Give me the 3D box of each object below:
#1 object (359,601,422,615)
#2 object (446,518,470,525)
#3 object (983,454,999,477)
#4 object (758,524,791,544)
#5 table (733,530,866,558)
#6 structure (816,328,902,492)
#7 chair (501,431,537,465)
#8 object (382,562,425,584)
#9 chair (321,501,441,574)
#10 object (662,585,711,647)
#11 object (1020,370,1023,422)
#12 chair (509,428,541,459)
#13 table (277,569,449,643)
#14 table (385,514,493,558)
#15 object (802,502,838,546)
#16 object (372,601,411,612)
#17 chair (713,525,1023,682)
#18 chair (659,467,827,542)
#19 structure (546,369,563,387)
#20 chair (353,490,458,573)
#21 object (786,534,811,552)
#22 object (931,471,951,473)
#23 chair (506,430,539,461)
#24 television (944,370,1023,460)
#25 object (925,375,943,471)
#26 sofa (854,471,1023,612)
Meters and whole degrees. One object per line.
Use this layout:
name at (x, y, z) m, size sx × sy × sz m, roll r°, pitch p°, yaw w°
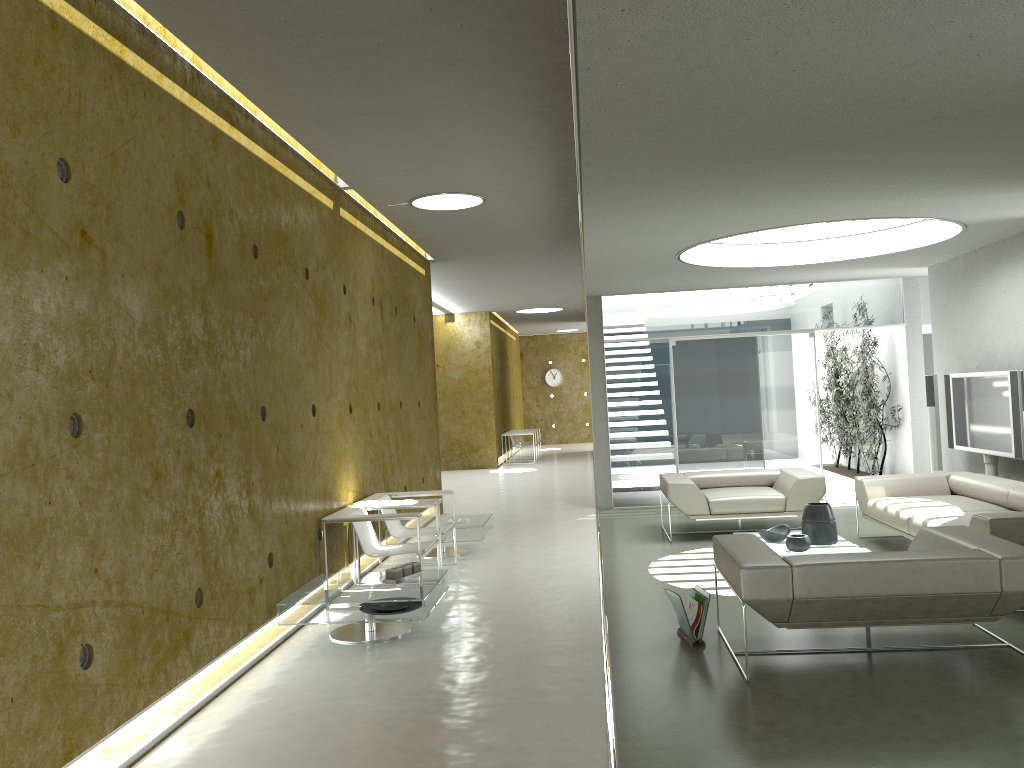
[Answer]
object at (-0.754, 1.401, 5.550) m, size 0.394 × 0.027 × 0.394 m, roll -3°, pitch -1°, yaw -12°
object at (-0.513, 1.311, 8.444) m, size 0.197 × 0.029 × 0.189 m, roll -3°, pitch -1°, yaw 5°
object at (4.512, 1.012, 8.453) m, size 0.323 × 0.689 × 0.882 m, roll -3°, pitch -1°, yaw 5°
object at (2.093, 1.203, 7.066) m, size 0.223 × 0.125 × 0.317 m, roll -4°, pitch -1°, yaw 42°
table at (2.242, 1.354, 6.865) m, size 0.790 × 0.200 × 1.500 m, roll -3°, pitch -1°, yaw 5°
structure at (4.740, 0.112, 12.696) m, size 0.646 × 2.589 × 3.371 m, roll -3°, pitch -1°, yaw 4°
chair at (0.172, 1.426, 19.815) m, size 0.710 × 0.667 × 0.800 m, roll -3°, pitch -1°, yaw 5°
object at (-0.721, 1.249, 5.907) m, size 0.118 × 0.097 × 0.326 m, roll -4°, pitch -1°, yaw 30°
chair at (-0.968, 1.290, 6.751) m, size 0.710 × 0.667 × 0.800 m, roll -3°, pitch -1°, yaw 5°
object at (1.025, 1.350, 5.189) m, size 0.216 × 0.288 × 0.329 m, roll -3°, pitch -1°, yaw -5°
object at (4.326, 0.614, 7.377) m, size 0.310 × 1.469 × 0.310 m, roll -3°, pitch -1°, yaw -18°
chair at (0.321, 1.444, 21.521) m, size 0.710 × 0.667 × 0.800 m, roll -3°, pitch -1°, yaw 5°
table at (-0.924, 1.457, 5.749) m, size 0.900 × 0.300 × 0.900 m, roll -3°, pitch -1°, yaw 5°
table at (-0.676, 1.486, 8.587) m, size 0.900 × 0.300 × 0.900 m, roll -3°, pitch -1°, yaw 5°
object at (2.401, 1.091, 6.940) m, size 0.265 × 0.309 × 0.265 m, roll -3°, pitch -1°, yaw -12°
object at (-0.754, 1.398, 5.550) m, size 0.239 × 0.027 × 0.239 m, roll -3°, pitch -1°, yaw 22°
chair at (1.917, 1.149, 4.809) m, size 1.481 × 0.583 × 1.039 m, roll -3°, pitch -1°, yaw 5°
chair at (2.274, 1.191, 8.893) m, size 1.481 × 0.583 × 1.039 m, roll -3°, pitch -1°, yaw 5°
structure at (1.265, -0.183, 26.345) m, size 0.547 × 0.539 × 0.016 m, roll -3°, pitch -1°, yaw 5°
chair at (-0.894, 1.299, 7.604) m, size 0.710 × 0.667 × 0.800 m, roll -3°, pitch -1°, yaw 5°
object at (2.153, 1.199, 6.675) m, size 0.177 × 0.113 × 0.177 m, roll -3°, pitch -1°, yaw -14°
object at (4.468, 1.139, 9.216) m, size 0.175 × 0.461 × 0.185 m, roll -3°, pitch -1°, yaw -1°
chair at (0.246, 1.435, 20.668) m, size 0.710 × 0.667 × 0.800 m, roll -3°, pitch -1°, yaw 5°
television at (4.527, 0.275, 8.459) m, size 0.127 × 0.781 × 1.603 m, roll -3°, pitch -1°, yaw 5°
object at (4.587, 0.634, 9.601) m, size 0.310 × 1.469 × 0.310 m, roll -4°, pitch -1°, yaw 32°
sofa at (3.543, 1.089, 6.751) m, size 1.037 × 0.585 × 2.791 m, roll -3°, pitch -1°, yaw 5°
